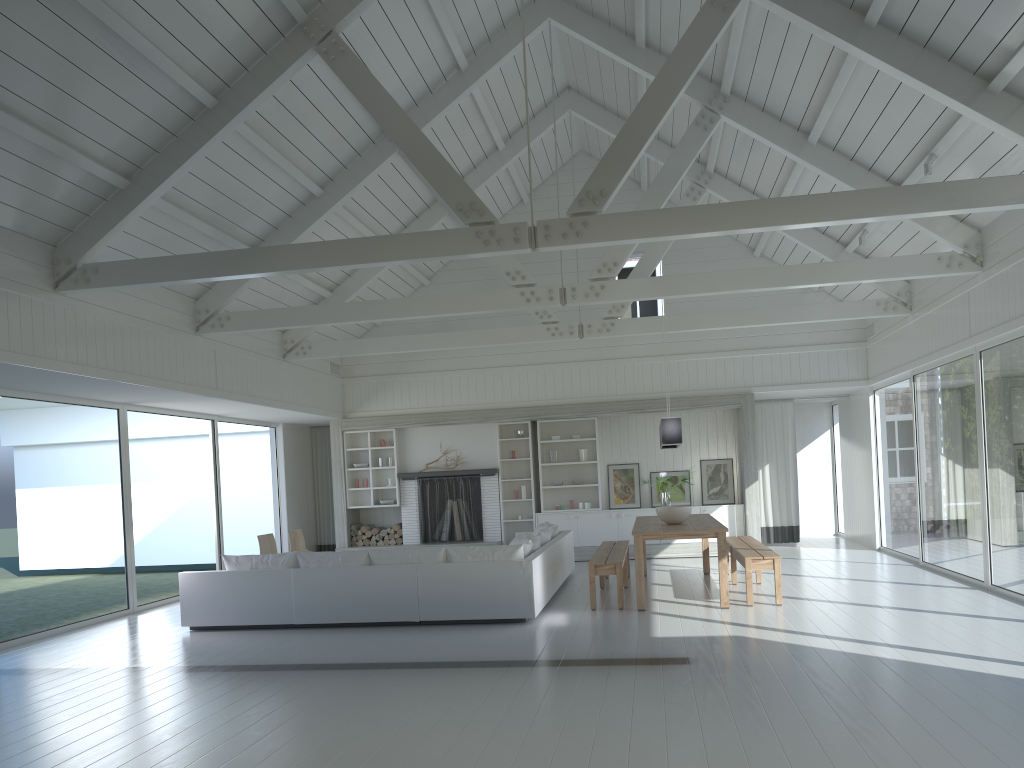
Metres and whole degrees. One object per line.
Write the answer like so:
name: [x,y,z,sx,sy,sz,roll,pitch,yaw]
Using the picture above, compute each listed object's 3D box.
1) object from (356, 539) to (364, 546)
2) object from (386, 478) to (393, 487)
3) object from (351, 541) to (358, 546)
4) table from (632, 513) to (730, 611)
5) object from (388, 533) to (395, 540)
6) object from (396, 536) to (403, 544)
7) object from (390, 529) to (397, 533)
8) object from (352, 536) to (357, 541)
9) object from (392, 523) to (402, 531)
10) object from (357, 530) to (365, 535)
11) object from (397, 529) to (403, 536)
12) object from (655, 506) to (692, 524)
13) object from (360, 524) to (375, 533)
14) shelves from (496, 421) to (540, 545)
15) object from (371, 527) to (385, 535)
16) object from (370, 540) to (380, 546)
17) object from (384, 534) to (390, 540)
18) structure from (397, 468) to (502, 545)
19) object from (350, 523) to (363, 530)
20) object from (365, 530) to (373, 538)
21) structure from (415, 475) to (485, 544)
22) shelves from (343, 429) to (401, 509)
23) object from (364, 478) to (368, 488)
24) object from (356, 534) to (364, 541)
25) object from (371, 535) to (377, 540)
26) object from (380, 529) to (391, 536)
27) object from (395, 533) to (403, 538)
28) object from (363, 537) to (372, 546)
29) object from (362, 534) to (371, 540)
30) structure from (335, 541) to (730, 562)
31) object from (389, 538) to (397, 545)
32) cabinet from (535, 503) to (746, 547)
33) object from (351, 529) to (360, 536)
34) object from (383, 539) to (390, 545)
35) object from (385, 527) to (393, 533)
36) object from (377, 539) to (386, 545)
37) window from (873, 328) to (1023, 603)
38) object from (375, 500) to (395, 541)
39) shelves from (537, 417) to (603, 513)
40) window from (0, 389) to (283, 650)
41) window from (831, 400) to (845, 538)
object: [-2.419,2.604,14.510,0.134,0.146,0.549,-3,-6,8]
object: [-1.965,1.587,14.209,0.137,0.130,0.137,-3,-3,-4]
object: [-2.520,2.616,14.518,0.108,0.106,0.516,-3,-6,7]
table: [1.843,1.919,9.844,0.906,0.761,2.956,-3,-6,9]
object: [-1.905,2.478,14.411,0.109,0.109,0.495,-3,-6,7]
object: [-1.784,2.545,14.394,0.110,0.111,0.495,-3,-6,7]
object: [-1.899,2.385,14.396,0.080,0.080,0.479,-3,-6,7]
object: [-2.527,2.522,14.497,0.080,0.080,0.479,-3,-6,7]
object: [-1.836,2.333,14.399,0.110,0.111,0.495,-3,-6,7]
object: [-2.435,2.421,14.481,0.080,0.080,0.479,-3,-6,7]
object: [-1.769,2.408,14.389,0.109,0.109,0.495,-3,-6,7]
object: [1.734,1.404,9.426,0.389,0.185,0.391,-3,-5,0]
object: [-2.364,2.374,14.483,0.110,0.111,0.495,-3,-6,7]
shelves: [0.116,1.621,14.123,0.541,2.000,0.604,-3,0,9]
object: [-2.190,2.407,14.455,0.109,0.109,0.495,-3,-6,7]
object: [-2.207,2.574,14.468,0.105,0.115,0.518,-3,-6,8]
object: [-1.991,2.487,14.412,0.080,0.080,0.479,-3,-6,7]
structure: [-0.935,2.048,14.277,1.618,1.286,0.860,-3,-2,9]
object: [-2.551,2.345,14.498,0.080,0.080,0.479,-3,-6,7]
object: [-2.291,2.448,14.472,0.109,0.109,0.495,-3,-6,7]
structure: [-0.991,1.991,13.926,1.098,1.063,0.116,-3,0,9]
shelves: [-2.213,1.381,14.357,0.866,1.239,0.549,-3,-1,9]
object: [-2.365,1.581,14.275,0.054,0.196,0.054,-3,0,10]
object: [-2.441,2.514,14.496,0.109,0.109,0.495,-3,-6,7]
object: [-2.202,2.501,14.445,0.080,0.080,0.479,-3,-6,7]
object: [-2.038,2.423,14.431,0.109,0.109,0.495,-3,-6,7]
object: [-1.815,2.462,14.390,0.080,0.079,0.479,-3,-6,7]
object: [-2.320,2.581,14.479,0.110,0.111,0.495,-3,-6,7]
object: [-2.351,2.498,14.475,0.080,0.079,0.479,-3,-6,7]
structure: [0.495,2.657,14.360,6.354,0.346,1.886,-4,-6,9]
object: [-1.883,2.568,14.425,0.134,0.146,0.549,-3,-6,8]
cabinet: [1.992,2.219,13.810,3.184,0.551,0.654,-4,-4,9]
object: [-2.528,2.434,14.509,0.109,0.109,0.495,-3,-6,7]
object: [-1.984,2.580,14.433,0.108,0.106,0.516,-3,-6,7]
object: [-1.963,2.378,14.406,0.086,0.091,0.480,-3,-6,7]
object: [-2.078,2.600,14.456,0.134,0.146,0.549,-3,-6,8]
window: [4.506,0.723,7.611,0.080,2.415,10.955,-3,-6,9]
object: [-2.063,2.217,14.397,0.341,0.643,0.614,-3,-3,-6]
shelves: [0.934,1.289,13.990,0.940,1.443,0.605,-3,-1,9]
window: [-4.452,1.439,10.151,0.080,2.416,8.736,-3,-5,9]
window: [5.789,1.496,15.548,0.038,2.428,0.945,-3,-1,9]
